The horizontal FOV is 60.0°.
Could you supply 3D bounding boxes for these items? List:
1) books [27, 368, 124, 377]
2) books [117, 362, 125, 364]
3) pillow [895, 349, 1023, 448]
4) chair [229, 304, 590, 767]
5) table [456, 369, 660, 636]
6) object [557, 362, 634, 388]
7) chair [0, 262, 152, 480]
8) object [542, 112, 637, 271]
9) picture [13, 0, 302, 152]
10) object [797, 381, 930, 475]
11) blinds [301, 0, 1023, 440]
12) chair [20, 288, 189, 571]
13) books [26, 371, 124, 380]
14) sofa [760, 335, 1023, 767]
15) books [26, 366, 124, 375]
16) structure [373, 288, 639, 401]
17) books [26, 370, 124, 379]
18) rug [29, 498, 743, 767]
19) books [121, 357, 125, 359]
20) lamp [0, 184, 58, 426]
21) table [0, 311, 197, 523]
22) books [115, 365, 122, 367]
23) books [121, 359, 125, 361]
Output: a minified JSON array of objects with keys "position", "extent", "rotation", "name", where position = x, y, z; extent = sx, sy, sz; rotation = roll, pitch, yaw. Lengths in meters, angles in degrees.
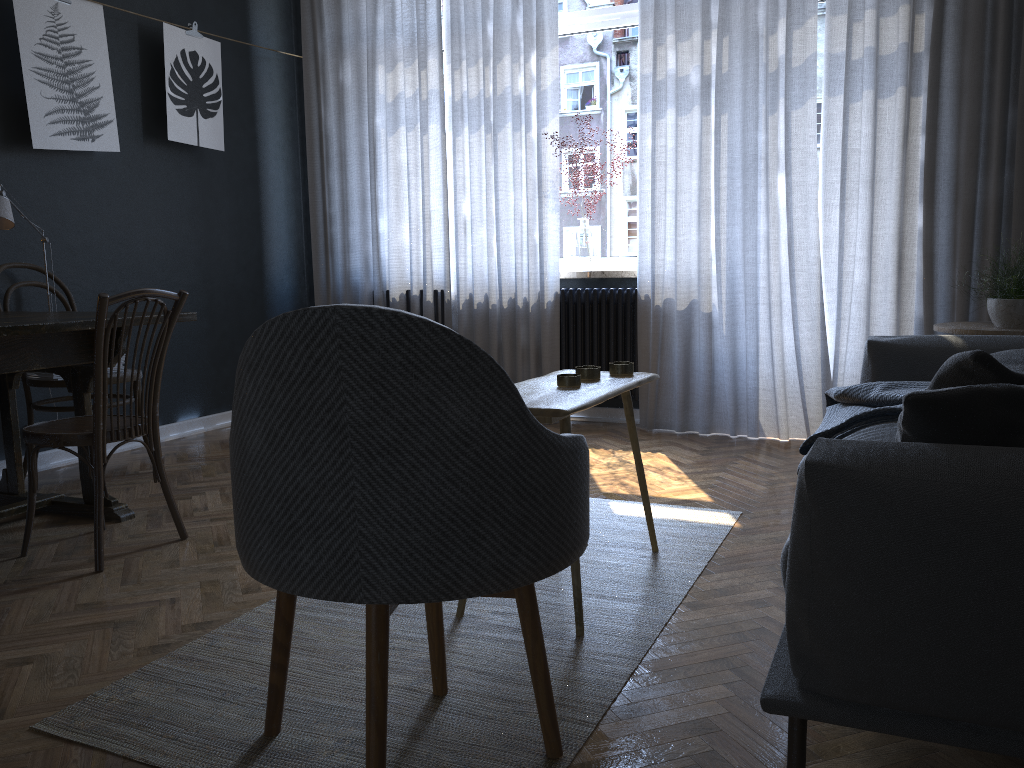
[{"position":[-1.814,-0.054,3.697],"extent":[0.218,0.008,0.304],"rotation":[4,9,36],"name":"books"},{"position":[-1.815,-0.080,3.703],"extent":[0.218,0.006,0.304],"rotation":[4,9,36],"name":"books"},{"position":[0.927,0.063,1.563],"extent":[0.442,0.362,0.796],"rotation":[6,10,42],"name":"pillow"},{"position":[-0.186,0.260,1.524],"extent":[0.645,0.813,0.493],"rotation":[-1,8,2],"name":"chair"},{"position":[0.146,0.275,2.406],"extent":[0.339,0.551,0.786],"rotation":[3,9,24],"name":"table"},{"position":[0.221,-0.028,2.475],"extent":[0.103,0.033,0.368],"rotation":[4,9,35],"name":"object"},{"position":[-1.840,-0.052,3.735],"extent":[0.549,0.923,0.437],"rotation":[2,9,22],"name":"chair"},{"position":[0.407,-1.025,4.818],"extent":[0.514,0.811,0.598],"rotation":[-1,8,-2],"name":"object"},{"position":[-2.144,-1.353,3.484],"extent":[0.058,0.773,4.448],"rotation":[3,8,24],"name":"picture"},{"position":[1.191,0.105,2.777],"extent":[0.490,0.330,0.665],"rotation":[3,9,29],"name":"object"},{"position":[0.595,-1.160,4.613],"extent":[3.991,2.795,0.312],"rotation":[2,9,24],"name":"blinds"},{"position":[-1.265,0.118,2.740],"extent":[0.467,0.822,0.362],"rotation":[3,9,24],"name":"chair"},{"position":[-1.814,-0.040,3.699],"extent":[0.218,0.008,0.304],"rotation":[3,9,31],"name":"books"},{"position":[1.234,0.164,2.129],"extent":[0.970,0.800,2.335],"rotation":[2,8,24],"name":"sofa"},{"position":[-1.814,-0.062,3.694],"extent":[0.218,0.013,0.304],"rotation":[4,9,36],"name":"books"},{"position":[0.005,-0.246,5.090],"extent":[1.846,0.602,0.215],"rotation":[2,9,24],"name":"structure"},{"position":[-1.815,-0.046,3.697],"extent":[0.218,0.007,0.304],"rotation":[4,9,36],"name":"books"},{"position":[-0.061,0.556,2.394],"extent":[1.003,0.013,2.007],"rotation":[2,8,24],"name":"rug"},{"position":[-1.814,-0.098,3.698],"extent":[0.218,0.008,0.304],"rotation":[4,9,35],"name":"books"},{"position":[-1.913,-0.232,3.580],"extent":[0.242,1.072,0.798],"rotation":[-4,9,-21],"name":"lamp"},{"position":[-1.942,0.185,2.681],"extent":[1.126,0.729,1.601],"rotation":[2,8,24],"name":"table"},{"position":[-1.819,-0.068,3.697],"extent":[0.218,0.008,0.288],"rotation":[5,9,37],"name":"books"},{"position":[-1.811,-0.091,3.698],"extent":[0.218,0.008,0.304],"rotation":[4,9,35],"name":"books"}]
